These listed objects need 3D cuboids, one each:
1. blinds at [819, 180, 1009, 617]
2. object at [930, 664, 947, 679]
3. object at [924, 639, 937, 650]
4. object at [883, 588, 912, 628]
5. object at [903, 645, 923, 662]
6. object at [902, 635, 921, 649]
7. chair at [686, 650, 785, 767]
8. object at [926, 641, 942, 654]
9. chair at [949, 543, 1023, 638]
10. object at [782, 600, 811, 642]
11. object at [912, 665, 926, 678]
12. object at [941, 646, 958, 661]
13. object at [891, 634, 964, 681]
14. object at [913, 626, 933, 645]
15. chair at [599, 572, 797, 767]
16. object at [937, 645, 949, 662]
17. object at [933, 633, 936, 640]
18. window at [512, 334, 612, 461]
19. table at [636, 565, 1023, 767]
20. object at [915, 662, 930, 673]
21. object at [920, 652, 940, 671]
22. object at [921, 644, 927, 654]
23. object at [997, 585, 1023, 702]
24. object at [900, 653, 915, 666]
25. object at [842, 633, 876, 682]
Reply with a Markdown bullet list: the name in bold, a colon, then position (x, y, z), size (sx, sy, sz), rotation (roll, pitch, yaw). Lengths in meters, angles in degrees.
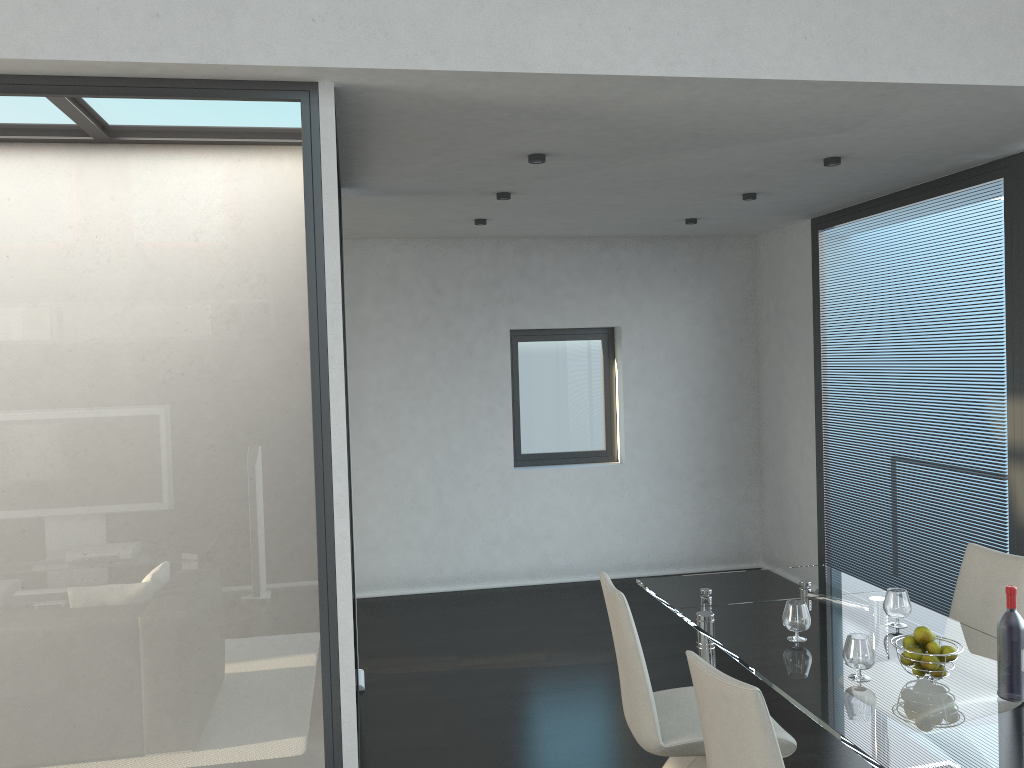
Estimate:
- **blinds**: position (2.348, 0.219, 5.375), size (0.018, 2.537, 1.787), rotation (-2, 2, -10)
- **object**: position (1.302, 0.876, 2.710), size (0.048, 0.048, 0.048), rotation (-2, 2, 1)
- **object**: position (1.299, 0.810, 2.750), size (0.040, 0.038, 0.040), rotation (-3, 2, -39)
- **object**: position (1.423, 0.826, 3.275), size (0.098, 0.132, 0.098), rotation (-1, 2, 10)
- **object**: position (1.228, 0.826, 2.714), size (0.055, 0.048, 0.054), rotation (-2, 2, -17)
- **object**: position (1.246, 0.811, 2.766), size (0.055, 0.054, 0.050), rotation (-3, 2, -41)
- **chair**: position (0.806, 1.190, 2.362), size (0.612, 0.959, 0.471), rotation (-2, 2, -20)
- **object**: position (1.284, 0.806, 2.700), size (0.040, 0.043, 0.044), rotation (-2, 2, 4)
- **chair**: position (1.642, 1.136, 3.388), size (0.612, 0.959, 0.471), rotation (-2, 2, -15)
- **object**: position (1.012, 0.842, 3.154), size (0.098, 0.132, 0.098), rotation (-1, 2, 10)
- **object**: position (1.252, 0.883, 2.728), size (0.038, 0.038, 0.038), rotation (-2, 2, -6)
- **object**: position (1.326, 0.817, 2.691), size (0.047, 0.048, 0.047), rotation (0, 2, 42)
- **object**: position (1.280, 0.854, 2.735), size (0.206, 0.105, 0.206), rotation (-1, 2, 35)
- **object**: position (1.270, 0.775, 2.738), size (0.055, 0.056, 0.055), rotation (-2, 2, -10)
- **chair**: position (0.645, 1.172, 3.190), size (0.612, 0.959, 0.471), rotation (-2, 2, -5)
- **object**: position (1.330, 0.833, 2.734), size (0.058, 0.058, 0.058), rotation (-3, 2, -43)
- **object**: position (1.306, 0.797, 2.788), size (0.047, 0.045, 0.047), rotation (-2, 2, -9)
- **window**: position (0.402, 0.102, 7.184), size (0.800, 1.000, 0.050), rotation (-2, 2, -10)
- **table**: position (1.283, 1.274, 2.832), size (0.940, 0.731, 2.720), rotation (-2, 2, -10)
- **object**: position (1.288, 0.870, 2.764), size (0.061, 0.056, 0.059), rotation (-1, 2, 35)
- **object**: position (1.265, 0.841, 2.685), size (0.054, 0.055, 0.053), rotation (0, 2, 44)
- **object**: position (1.282, 0.831, 2.793), size (0.047, 0.045, 0.047), rotation (-2, 2, -6)
- **object**: position (1.446, 0.747, 2.565), size (0.082, 0.326, 0.082), rotation (-1, 2, 11)
- **object**: position (1.231, 0.853, 2.756), size (0.045, 0.042, 0.045), rotation (-2, 2, -15)
- **object**: position (1.081, 0.850, 2.762), size (0.098, 0.132, 0.098), rotation (-1, 2, 10)
